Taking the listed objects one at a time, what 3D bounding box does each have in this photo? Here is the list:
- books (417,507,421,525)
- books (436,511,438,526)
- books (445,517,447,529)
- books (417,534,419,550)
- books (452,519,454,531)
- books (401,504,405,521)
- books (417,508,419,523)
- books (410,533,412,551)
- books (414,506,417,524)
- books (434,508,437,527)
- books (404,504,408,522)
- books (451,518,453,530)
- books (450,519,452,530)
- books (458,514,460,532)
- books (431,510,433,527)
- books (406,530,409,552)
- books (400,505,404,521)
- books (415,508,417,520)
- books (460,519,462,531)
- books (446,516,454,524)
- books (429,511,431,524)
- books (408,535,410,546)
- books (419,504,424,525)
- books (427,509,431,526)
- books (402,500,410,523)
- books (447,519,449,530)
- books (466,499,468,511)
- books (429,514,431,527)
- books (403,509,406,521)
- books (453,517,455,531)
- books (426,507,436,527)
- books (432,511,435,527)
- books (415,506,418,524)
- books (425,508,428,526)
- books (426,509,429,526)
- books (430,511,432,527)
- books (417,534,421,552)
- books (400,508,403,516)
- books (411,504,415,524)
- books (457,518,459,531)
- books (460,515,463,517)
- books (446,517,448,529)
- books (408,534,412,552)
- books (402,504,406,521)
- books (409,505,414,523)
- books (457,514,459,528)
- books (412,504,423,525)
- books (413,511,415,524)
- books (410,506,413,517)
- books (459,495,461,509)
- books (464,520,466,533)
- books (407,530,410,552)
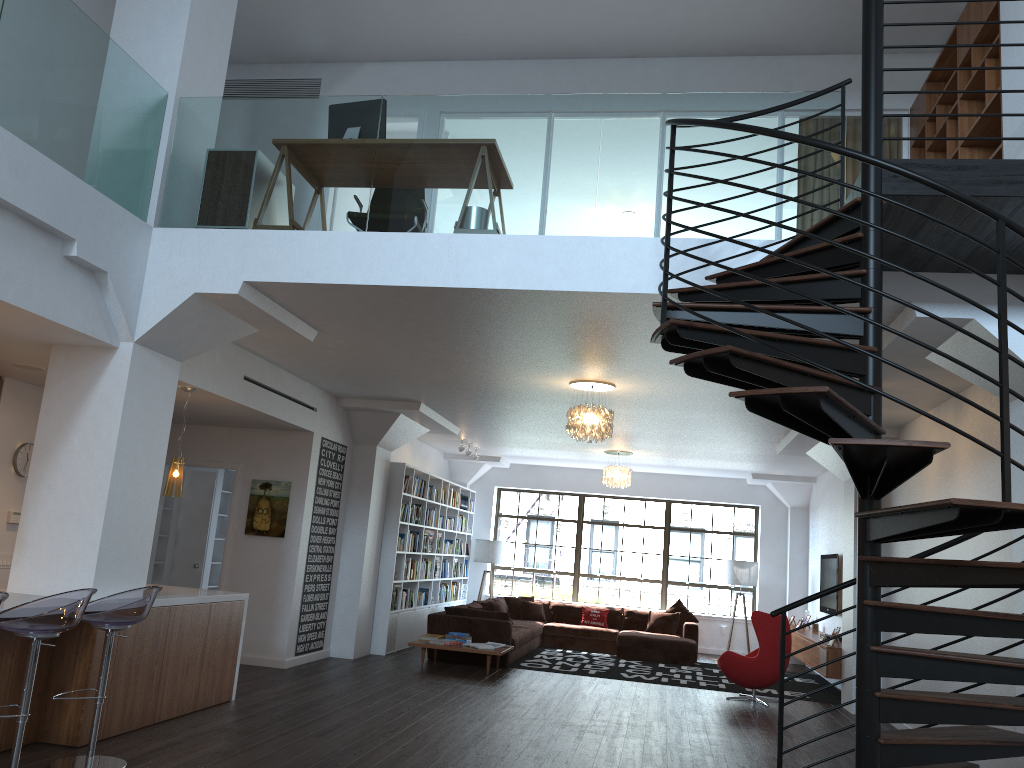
[{"bbox_3d":[-1.375,1.842,12.403,0.174,0.240,0.054,3,-11,10],"label":"books"},{"bbox_3d":[-1.207,2.030,13.339,0.159,0.250,0.026,3,-11,10],"label":"books"},{"bbox_3d":[-1.098,2.188,13.982,0.146,0.202,0.027,3,-11,10],"label":"books"},{"bbox_3d":[-1.398,2.214,12.376,0.182,0.253,0.034,3,-11,10],"label":"books"},{"bbox_3d":[-1.028,2.285,14.426,0.139,0.191,0.036,3,-11,10],"label":"books"},{"bbox_3d":[-1.502,1.684,11.613,0.152,0.232,0.104,3,-11,10],"label":"books"},{"bbox_3d":[-1.384,1.835,12.328,0.161,0.223,0.032,3,-11,10],"label":"books"},{"bbox_3d":[-1.454,2.150,12.049,0.170,0.245,0.057,3,-11,10],"label":"books"},{"bbox_3d":[-1.412,1.802,12.225,0.171,0.246,0.039,3,-11,10],"label":"books"},{"bbox_3d":[-1.231,1.999,13.274,0.197,0.283,0.065,3,-11,10],"label":"books"},{"bbox_3d":[-1.484,1.702,11.725,0.174,0.242,0.105,3,-11,10],"label":"books"},{"bbox_3d":[-1.037,2.274,14.388,0.136,0.196,0.045,3,-11,10],"label":"books"},{"bbox_3d":[-1.047,2.268,14.312,0.128,0.178,0.021,3,-11,10],"label":"books"},{"bbox_3d":[-0.966,2.309,14.783,0.176,0.290,0.053,3,-11,10],"label":"books"},{"bbox_3d":[-1.258,1.980,13.087,0.170,0.245,0.057,3,-11,10],"label":"books"},{"bbox_3d":[-1.490,2.094,11.872,0.197,0.283,0.065,3,-11,10],"label":"books"},{"bbox_3d":[-1.511,1.685,11.584,0.161,0.218,0.101,3,-11,10],"label":"books"},{"bbox_3d":[-1.409,1.820,12.259,0.161,0.223,0.033,3,-11,10],"label":"books"},{"bbox_3d":[-0.938,2.374,14.934,0.161,0.223,0.027,3,-11,10],"label":"books"},{"bbox_3d":[-1.024,2.273,14.470,0.140,0.231,0.042,3,-11,10],"label":"books"},{"bbox_3d":[-1.283,1.962,12.963,0.167,0.230,0.037,3,-11,10],"label":"books"},{"bbox_3d":[-1.471,2.144,11.964,0.161,0.223,0.027,3,-11,10],"label":"books"},{"bbox_3d":[-1.348,1.850,12.569,0.176,0.291,0.053,3,-11,10],"label":"books"},{"bbox_3d":[-1.285,1.937,12.896,0.182,0.253,0.034,3,-11,10],"label":"books"},{"bbox_3d":[-1.460,1.694,11.803,0.176,0.290,0.053,3,-11,10],"label":"books"},{"bbox_3d":[-1.081,2.226,14.091,0.126,0.173,0.032,3,-11,10],"label":"books"},{"bbox_3d":[-0.858,2.066,15.356,0.183,0.253,0.042,3,-11,10],"label":"books"},{"bbox_3d":[-1.270,1.972,12.992,0.161,0.223,0.026,3,-11,10],"label":"books"},{"bbox_3d":[-1.497,1.695,11.688,0.172,0.239,0.093,3,-11,10],"label":"books"},{"bbox_3d":[-1.020,2.285,14.517,0.158,0.226,0.052,3,-11,10],"label":"books"},{"bbox_3d":[-1.237,1.984,13.215,0.176,0.290,0.053,3,-11,10],"label":"books"},{"bbox_3d":[-1.246,1.993,13.135,0.174,0.239,0.045,3,-11,10],"label":"books"},{"bbox_3d":[-1.403,1.813,12.298,0.183,0.253,0.042,3,-11,10],"label":"books"},{"bbox_3d":[-1.309,1.903,12.727,0.182,0.253,0.034,3,-11,10],"label":"books"},{"bbox_3d":[-1.301,1.924,12.797,0.174,0.239,0.045,3,-11,10],"label":"books"},{"bbox_3d":[-1.263,1.978,13.018,0.161,0.223,0.027,3,-11,10],"label":"books"},{"bbox_3d":[-1.382,2.221,12.407,0.182,0.253,0.034,3,-11,10],"label":"books"},{"bbox_3d":[-1.520,1.687,11.504,0.161,0.182,0.170,3,-11,10],"label":"books"},{"bbox_3d":[-1.430,1.779,12.151,0.180,0.259,0.042,3,-11,10],"label":"books"},{"bbox_3d":[-0.972,2.316,14.716,0.160,0.250,0.026,3,-11,10],"label":"books"},{"bbox_3d":[-0.924,2.363,15.047,0.176,0.290,0.036,3,-11,10],"label":"books"},{"bbox_3d":[-1.092,2.205,14.039,0.139,0.191,0.036,3,-11,10],"label":"books"},{"bbox_3d":[-1.459,2.143,11.999,0.174,0.239,0.045,3,-11,10],"label":"books"},{"bbox_3d":[-1.494,1.689,11.643,0.172,0.235,0.112,3,-11,10],"label":"books"},{"bbox_3d":[-1.439,1.765,12.066,0.183,0.253,0.042,3,-11,10],"label":"books"},{"bbox_3d":[-0.992,2.289,14.677,0.198,0.284,0.066,3,-11,10],"label":"books"},{"bbox_3d":[-1.373,1.842,12.521,0.198,0.284,0.049,3,-11,10],"label":"books"},{"bbox_3d":[-1.421,1.792,12.188,0.160,0.251,0.039,3,-11,10],"label":"books"},{"bbox_3d":[-1.455,1.756,11.977,0.174,0.236,0.142,3,-11,11],"label":"books"},{"bbox_3d":[-0.945,1.966,14.794,0.161,0.223,0.032,3,-11,10],"label":"books"},{"bbox_3d":[-0.884,2.440,15.253,0.161,0.223,0.026,3,-11,10],"label":"books"},{"bbox_3d":[-1.475,2.103,11.930,0.176,0.290,0.053,3,-11,10],"label":"books"}]
